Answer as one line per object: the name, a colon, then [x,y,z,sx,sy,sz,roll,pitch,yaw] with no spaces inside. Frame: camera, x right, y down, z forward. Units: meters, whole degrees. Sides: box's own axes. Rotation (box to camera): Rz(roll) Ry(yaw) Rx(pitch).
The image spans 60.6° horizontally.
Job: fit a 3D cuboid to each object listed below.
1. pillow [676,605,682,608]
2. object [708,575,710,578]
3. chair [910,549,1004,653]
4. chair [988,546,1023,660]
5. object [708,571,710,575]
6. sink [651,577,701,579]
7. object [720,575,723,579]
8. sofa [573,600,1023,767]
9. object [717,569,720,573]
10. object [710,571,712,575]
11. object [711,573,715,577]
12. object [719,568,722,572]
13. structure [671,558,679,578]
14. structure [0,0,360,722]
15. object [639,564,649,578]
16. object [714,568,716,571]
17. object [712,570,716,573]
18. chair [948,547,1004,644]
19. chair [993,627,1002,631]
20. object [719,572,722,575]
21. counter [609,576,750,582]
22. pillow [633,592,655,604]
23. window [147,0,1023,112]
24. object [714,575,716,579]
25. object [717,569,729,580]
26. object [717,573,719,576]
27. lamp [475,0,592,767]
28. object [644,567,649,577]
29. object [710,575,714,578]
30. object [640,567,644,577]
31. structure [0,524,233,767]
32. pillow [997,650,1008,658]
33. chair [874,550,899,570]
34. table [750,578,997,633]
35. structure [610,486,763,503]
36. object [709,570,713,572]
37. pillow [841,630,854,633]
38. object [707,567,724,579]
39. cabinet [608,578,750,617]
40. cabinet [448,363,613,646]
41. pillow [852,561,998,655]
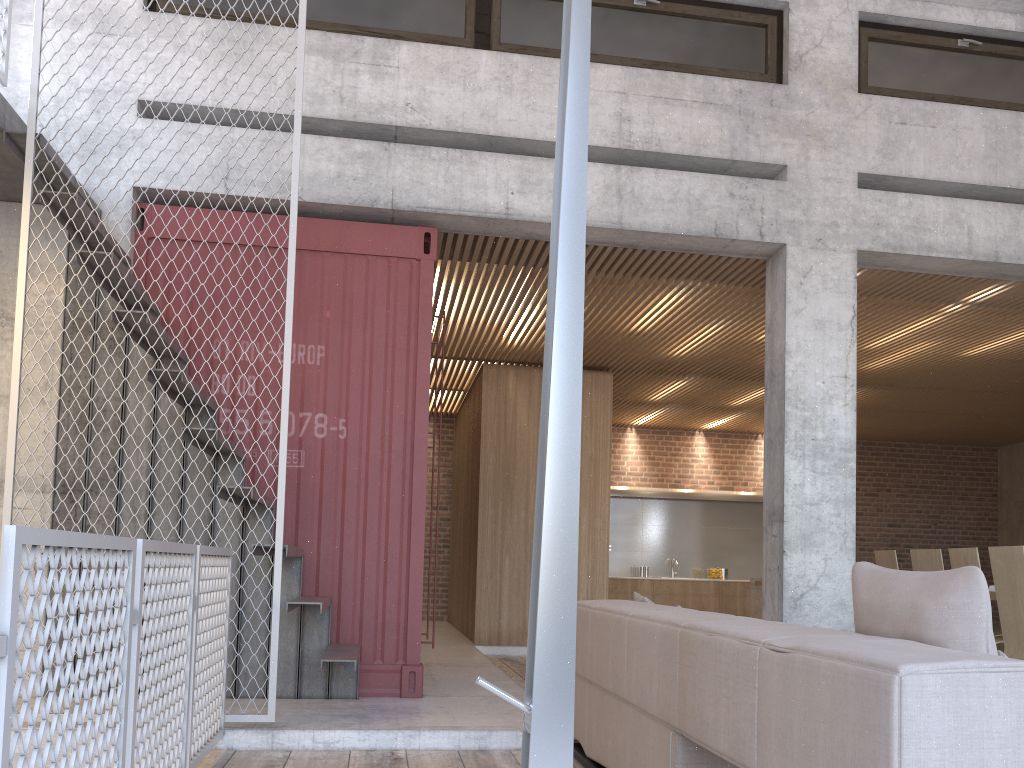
pillow: [0.796,1.216,4.131,0.187,0.353,0.376,2,-8,-9]
object: [3.009,2.918,13.312,0.060,0.056,0.052,-3,-8,28]
chair: [3.494,1.877,6.749,0.723,1.179,0.352,3,-4,-12]
chair: [3.568,1.667,5.738,0.722,1.179,0.353,2,-4,-5]
object: [3.007,2.875,13.334,0.053,0.051,0.064,2,-9,-5]
sink: [2.521,3.019,13.216,0.730,0.189,0.532,3,-11,-8]
object: [3.154,2.910,13.220,0.063,0.051,0.054,5,-9,-24]
sofa: [1.991,1.309,3.373,3.013,0.773,3.053,3,-11,-8]
object: [3.102,2.823,13.222,0.052,0.052,0.064,-5,-11,39]
object: [3.024,2.865,13.274,0.062,0.052,0.053,2,-8,-2]
object: [3.030,2.874,13.199,0.061,0.053,0.053,1,-8,4]
object: [3.149,2.821,13.271,0.050,0.059,0.060,-2,-8,26]
structure: [2.523,2.905,13.439,0.115,0.469,0.251,2,-5,-8]
structure: [-2.131,-0.456,3.583,3.039,4.253,3.741,3,-7,-8]
object: [1.998,2.820,13.249,0.144,0.208,0.053,3,-4,-9]
object: [3.074,2.821,13.287,0.051,0.053,0.064,-2,-9,28]
object: [3.043,2.833,13.226,0.062,0.051,0.054,-5,-10,39]
chair: [3.554,1.774,6.247,0.722,1.179,0.353,2,-4,-4]
chair: [4.316,2.034,7.384,0.723,1.179,0.352,3,-4,-14]
object: [3.147,2.865,13.248,0.061,0.053,0.054,4,-8,-17]
counter: [3.048,2.982,13.333,4.080,0.020,0.665,3,-12,-9]
pillow: [0.718,1.259,4.518,0.188,0.361,0.368,2,-8,-3]
window: [1.840,-2.379,6.247,8.442,0.602,0.114,3,-4,-9]
object: [3.068,2.905,13.210,0.051,0.052,0.064,-4,-10,34]
object: [3.242,2.931,13.511,0.190,0.168,0.194,1,-8,3]
object: [3.098,2.871,13.214,0.061,0.054,0.052,1,-8,6]
lamp: [0.972,-0.266,2.240,2.638,3.380,0.761,4,-4,-21]
object: [2.033,2.841,13.253,0.060,0.157,0.061,1,-5,7]
object: [3.029,2.912,13.254,0.074,0.062,0.064,9,-11,-42]
object: [1.963,2.836,13.243,0.060,0.157,0.061,1,-5,7]
structure: [-2.045,0.790,2.086,1.927,0.918,4.510,3,-12,-8]
pillow: [1.165,0.814,2.015,0.151,0.371,0.375,0,-8,24]
chair: [3.425,1.980,7.250,0.722,1.179,0.353,2,-4,-4]
table: [3.728,2.280,7.982,1.012,0.905,5.284,3,-12,-8]
structure: [3.052,1.735,13.630,4.080,0.155,0.211,3,-9,-9]
object: [3.015,2.824,13.295,0.053,0.051,0.064,4,-9,-16]
pillow: [1.155,0.905,2.573,0.170,0.367,0.380,5,-8,-35]
object: [3.082,2.862,13.280,0.189,0.172,0.211,3,-9,-8]
cabinet: [3.026,2.659,13.564,4.118,2.048,1.090,3,-5,-9]
cabinet: [0.105,1.719,11.572,1.519,3.078,3.820,2,-9,-8]
pillow: [1.094,0.745,2.308,0.221,0.548,0.573,2,-8,-6]
